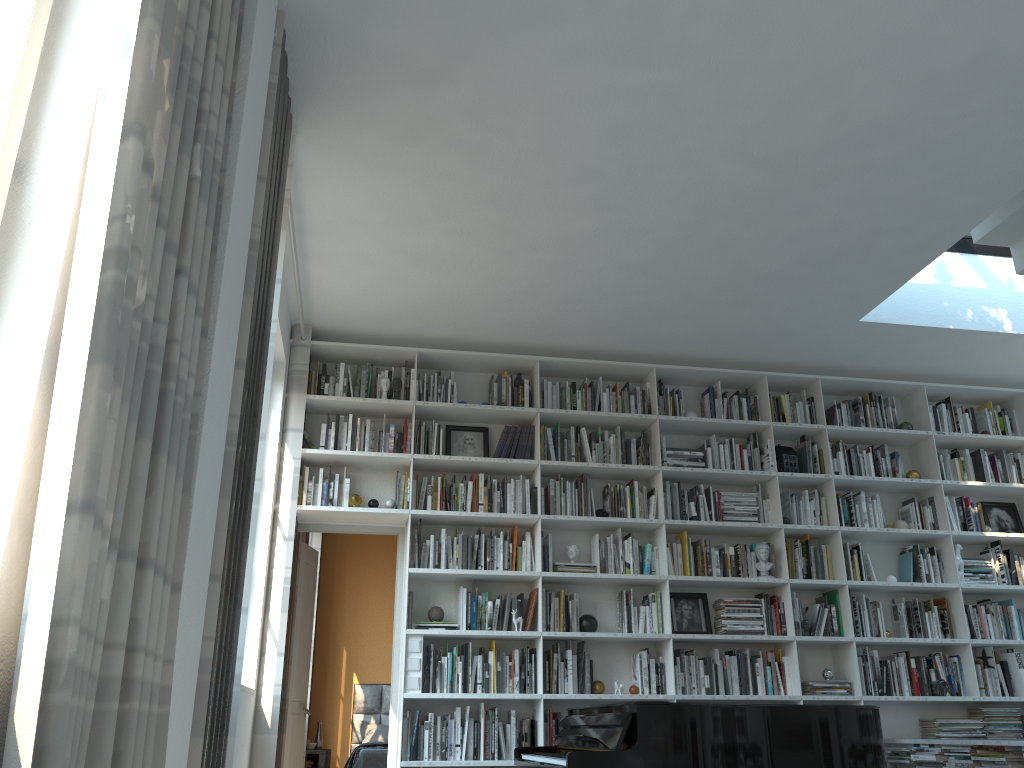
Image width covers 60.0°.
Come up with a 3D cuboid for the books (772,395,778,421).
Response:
[{"bbox_3d":[1.920,0.230,6.536,0.008,0.261,0.142,3,-21,-9],"label":"books"}]

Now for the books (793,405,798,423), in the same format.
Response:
[{"bbox_3d":[2.051,0.271,6.529,0.022,0.179,0.173,3,-21,-9],"label":"books"}]

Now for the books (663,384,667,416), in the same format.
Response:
[{"bbox_3d":[1.083,0.162,6.407,0.010,0.295,0.153,3,-21,-9],"label":"books"}]

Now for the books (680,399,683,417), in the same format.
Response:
[{"bbox_3d":[1.202,0.221,6.408,0.010,0.186,0.153,3,-21,-9],"label":"books"}]

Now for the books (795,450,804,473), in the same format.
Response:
[{"bbox_3d":[2.077,0.605,6.429,0.019,0.213,0.156,3,-21,-9],"label":"books"}]

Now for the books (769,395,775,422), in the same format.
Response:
[{"bbox_3d":[1.871,0.228,6.500,0.007,0.238,0.192,3,-21,-9],"label":"books"}]

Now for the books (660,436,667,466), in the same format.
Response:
[{"bbox_3d":[1.044,0.515,6.241,0.021,0.248,0.192,3,-21,-9],"label":"books"}]

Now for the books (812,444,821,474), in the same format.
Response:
[{"bbox_3d":[2.173,0.584,6.422,0.013,0.247,0.187,3,-21,-9],"label":"books"}]

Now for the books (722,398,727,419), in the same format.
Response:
[{"bbox_3d":[1.518,0.225,6.454,0.050,0.210,0.173,3,-21,-9],"label":"books"}]

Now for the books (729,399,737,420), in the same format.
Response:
[{"bbox_3d":[1.587,0.233,6.462,0.033,0.202,0.167,3,-21,-9],"label":"books"}]

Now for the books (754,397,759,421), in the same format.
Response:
[{"bbox_3d":[1.769,0.231,6.506,0.014,0.238,0.153,3,-21,-9],"label":"books"}]

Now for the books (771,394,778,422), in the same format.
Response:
[{"bbox_3d":[1.901,0.226,6.525,0.034,0.260,0.158,3,-21,-9],"label":"books"}]

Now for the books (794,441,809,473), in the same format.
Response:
[{"bbox_3d":[2.090,0.567,6.410,0.021,0.271,0.191,3,-21,-9],"label":"books"}]

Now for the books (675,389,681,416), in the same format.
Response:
[{"bbox_3d":[1.184,0.184,6.409,0.005,0.254,0.168,3,-21,-9],"label":"books"}]

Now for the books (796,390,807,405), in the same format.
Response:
[{"bbox_3d":[2.165,0.219,6.600,0.012,0.328,0.129,3,-21,-9],"label":"books"}]

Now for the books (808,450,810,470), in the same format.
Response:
[{"bbox_3d":[2.114,0.604,6.431,0.024,0.216,0.169,3,-21,-9],"label":"books"}]

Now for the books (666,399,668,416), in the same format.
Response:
[{"bbox_3d":[1.092,0.209,6.404,0.011,0.204,0.146,3,-21,-9],"label":"books"}]

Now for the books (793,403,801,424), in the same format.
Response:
[{"bbox_3d":[2.074,0.263,6.537,0.024,0.201,0.181,3,-21,-9],"label":"books"}]

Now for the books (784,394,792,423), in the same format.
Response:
[{"bbox_3d":[2.012,0.232,6.559,0.030,0.273,0.152,3,-21,-9],"label":"books"}]

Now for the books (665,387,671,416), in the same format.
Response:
[{"bbox_3d":[1.107,0.173,6.392,0.011,0.264,0.164,3,-21,-9],"label":"books"}]

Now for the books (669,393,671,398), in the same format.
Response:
[{"bbox_3d":[1.133,0.201,6.421,0.006,0.232,0.136,3,-21,-9],"label":"books"}]

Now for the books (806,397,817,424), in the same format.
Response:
[{"bbox_3d":[2.191,0.244,6.559,0.029,0.252,0.187,3,-21,-9],"label":"books"}]

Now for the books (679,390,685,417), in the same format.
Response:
[{"bbox_3d":[1.214,0.187,6.416,0.011,0.255,0.144,3,-21,-9],"label":"books"}]

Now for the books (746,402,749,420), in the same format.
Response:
[{"bbox_3d":[1.700,0.247,6.501,0.014,0.203,0.135,3,-21,-9],"label":"books"}]

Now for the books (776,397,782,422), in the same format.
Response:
[{"bbox_3d":[1.935,0.237,6.516,0.015,0.233,0.171,3,-21,-9],"label":"books"}]

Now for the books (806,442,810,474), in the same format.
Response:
[{"bbox_3d":[2.104,0.573,6.425,0.022,0.270,0.182,3,-21,-9],"label":"books"}]

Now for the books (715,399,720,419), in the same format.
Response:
[{"bbox_3d":[1.466,0.230,6.461,0.031,0.207,0.147,3,-21,-9],"label":"books"}]

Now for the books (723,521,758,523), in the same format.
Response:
[{"bbox_3d":[1.567,0.984,6.183,0.254,0.012,0.161,2,-22,-6],"label":"books"}]

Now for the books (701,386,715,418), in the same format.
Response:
[{"bbox_3d":[1.427,0.181,6.450,0.014,0.291,0.176,3,-21,-9],"label":"books"}]

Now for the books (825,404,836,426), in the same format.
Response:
[{"bbox_3d":[2.352,0.278,6.581,0.046,0.205,0.184,3,-21,-9],"label":"books"}]

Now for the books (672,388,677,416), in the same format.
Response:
[{"bbox_3d":[1.159,0.181,6.412,0.013,0.263,0.147,3,-21,-9],"label":"books"}]

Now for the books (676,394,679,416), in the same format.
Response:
[{"bbox_3d":[1.173,0.201,6.403,0.016,0.218,0.144,3,-21,-9],"label":"books"}]

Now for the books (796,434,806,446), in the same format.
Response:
[{"bbox_3d":[2.109,0.547,6.452,0.025,0.338,0.143,3,-21,-9],"label":"books"}]

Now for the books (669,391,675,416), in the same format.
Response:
[{"bbox_3d":[1.145,0.190,6.413,0.014,0.247,0.140,3,-21,-9],"label":"books"}]

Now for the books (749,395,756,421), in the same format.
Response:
[{"bbox_3d":[1.735,0.226,6.500,0.028,0.243,0.161,3,-21,-9],"label":"books"}]

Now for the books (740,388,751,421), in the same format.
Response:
[{"bbox_3d":[1.714,0.197,6.515,0.012,0.307,0.138,3,-21,-9],"label":"books"}]

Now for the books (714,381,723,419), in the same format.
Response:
[{"bbox_3d":[1.490,0.165,6.465,0.010,0.330,0.187,3,-21,-9],"label":"books"}]

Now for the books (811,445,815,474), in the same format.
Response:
[{"bbox_3d":[2.149,0.584,6.432,0.005,0.254,0.159,3,-21,-9],"label":"books"}]

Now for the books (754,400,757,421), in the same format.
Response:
[{"bbox_3d":[1.754,0.230,6.513,0.014,0.243,0.145,3,-21,-9],"label":"books"}]

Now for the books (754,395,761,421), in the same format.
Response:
[{"bbox_3d":[1.785,0.226,6.518,0.022,0.256,0.137,3,-21,-9],"label":"books"}]

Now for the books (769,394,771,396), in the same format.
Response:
[{"bbox_3d":[1.875,0.224,6.518,0.006,0.258,0.166,3,-21,-9],"label":"books"}]

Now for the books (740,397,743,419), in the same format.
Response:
[{"bbox_3d":[1.642,0.230,6.474,0.012,0.216,0.180,3,-21,-9],"label":"books"}]

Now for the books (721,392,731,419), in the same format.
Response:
[{"bbox_3d":[1.554,0.207,6.486,0.028,0.268,0.140,3,-21,-9],"label":"books"}]

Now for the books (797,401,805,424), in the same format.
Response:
[{"bbox_3d":[2.102,0.258,6.540,0.031,0.212,0.170,3,-21,-9],"label":"books"}]

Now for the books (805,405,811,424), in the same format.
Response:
[{"bbox_3d":[2.151,0.274,6.557,0.022,0.193,0.182,3,-21,-9],"label":"books"}]

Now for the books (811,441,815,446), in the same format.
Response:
[{"bbox_3d":[2.191,0.577,6.465,0.005,0.291,0.131,3,-21,-9],"label":"books"}]

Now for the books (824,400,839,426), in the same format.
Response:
[{"bbox_3d":[2.378,0.264,6.598,0.009,0.243,0.174,3,-21,-9],"label":"books"}]

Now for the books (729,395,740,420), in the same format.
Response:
[{"bbox_3d":[1.614,0.221,6.477,0.023,0.235,0.154,3,-21,-9],"label":"books"}]

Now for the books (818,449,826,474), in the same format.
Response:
[{"bbox_3d":[2.204,0.602,6.420,0.008,0.213,0.224,3,-21,-9],"label":"books"}]

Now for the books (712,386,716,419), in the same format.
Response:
[{"bbox_3d":[1.448,0.183,6.462,0.011,0.295,0.158,3,-21,-9],"label":"books"}]

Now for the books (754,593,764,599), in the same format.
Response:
[{"bbox_3d":[1.688,1.574,6.004,0.011,0.297,0.130,3,-21,-9],"label":"books"}]

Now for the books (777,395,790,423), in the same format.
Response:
[{"bbox_3d":[1.975,0.231,6.529,0.054,0.253,0.191,3,-21,-9],"label":"books"}]

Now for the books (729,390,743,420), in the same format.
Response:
[{"bbox_3d":[1.633,0.201,6.472,0.010,0.269,0.180,3,-21,-9],"label":"books"}]

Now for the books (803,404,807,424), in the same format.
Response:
[{"bbox_3d":[2.126,0.271,6.562,0.025,0.202,0.163,3,-21,-9],"label":"books"}]

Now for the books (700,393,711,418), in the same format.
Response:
[{"bbox_3d":[1.411,0.208,6.456,0.012,0.244,0.151,3,-21,-9],"label":"books"}]

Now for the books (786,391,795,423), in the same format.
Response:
[{"bbox_3d":[2.035,0.216,6.550,0.010,0.296,0.168,3,-21,-9],"label":"books"}]

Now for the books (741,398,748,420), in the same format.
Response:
[{"bbox_3d":[1.662,0.232,6.458,0.023,0.201,0.194,3,-21,-9],"label":"books"}]

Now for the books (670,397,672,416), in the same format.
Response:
[{"bbox_3d":[1.122,0.210,6.394,0.023,0.195,0.173,3,-21,-9],"label":"books"}]

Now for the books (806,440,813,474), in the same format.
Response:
[{"bbox_3d":[2.128,0.564,6.426,0.021,0.287,0.180,3,-21,-9],"label":"books"}]
